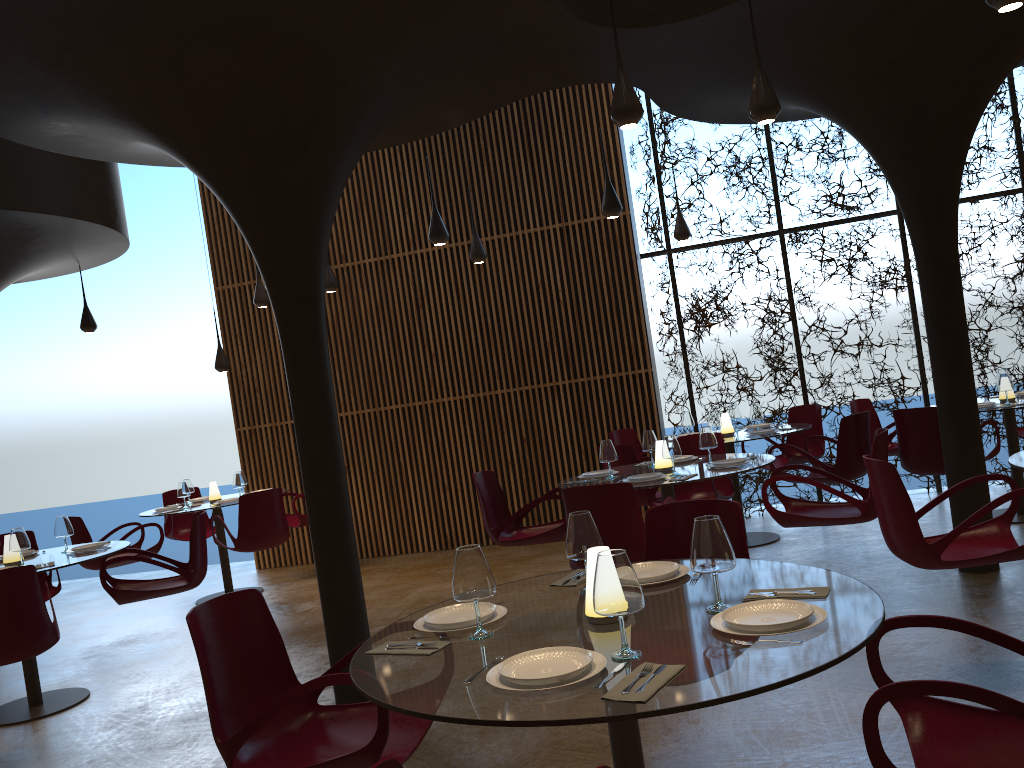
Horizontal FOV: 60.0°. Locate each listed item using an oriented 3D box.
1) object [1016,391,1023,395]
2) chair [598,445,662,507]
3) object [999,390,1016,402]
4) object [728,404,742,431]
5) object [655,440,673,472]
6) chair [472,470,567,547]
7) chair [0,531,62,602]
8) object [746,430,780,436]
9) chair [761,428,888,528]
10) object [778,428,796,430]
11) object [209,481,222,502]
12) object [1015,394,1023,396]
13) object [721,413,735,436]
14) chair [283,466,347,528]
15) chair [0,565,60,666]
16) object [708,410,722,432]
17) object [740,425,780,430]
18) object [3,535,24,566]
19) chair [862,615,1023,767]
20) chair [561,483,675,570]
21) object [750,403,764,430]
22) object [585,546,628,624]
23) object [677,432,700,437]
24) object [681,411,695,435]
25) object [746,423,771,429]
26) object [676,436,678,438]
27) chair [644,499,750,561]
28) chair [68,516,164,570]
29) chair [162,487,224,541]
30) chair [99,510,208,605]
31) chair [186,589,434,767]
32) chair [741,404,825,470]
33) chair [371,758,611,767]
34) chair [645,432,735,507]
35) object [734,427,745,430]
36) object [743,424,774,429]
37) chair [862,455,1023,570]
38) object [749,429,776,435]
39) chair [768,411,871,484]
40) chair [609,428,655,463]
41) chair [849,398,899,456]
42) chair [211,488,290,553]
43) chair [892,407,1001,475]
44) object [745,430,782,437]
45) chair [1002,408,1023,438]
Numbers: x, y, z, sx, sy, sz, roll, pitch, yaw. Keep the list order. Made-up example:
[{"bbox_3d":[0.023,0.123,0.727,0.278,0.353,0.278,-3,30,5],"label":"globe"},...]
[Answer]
[{"bbox_3d":[5.211,0.086,8.908,0.262,0.029,0.263,-8,-1,-33],"label":"object"},{"bbox_3d":[1.287,0.847,8.591,0.871,0.636,0.626,-8,0,-37],"label":"chair"},{"bbox_3d":[4.782,0.048,8.582,0.142,0.232,0.144,-8,1,-12],"label":"object"},{"bbox_3d":[2.432,0.365,9.663,0.142,0.295,0.141,-8,1,25],"label":"object"},{"bbox_3d":[1.169,0.556,6.894,0.144,0.232,0.142,-9,1,-32],"label":"object"},{"bbox_3d":[0.142,1.002,7.325,0.873,0.636,0.624,-8,0,18],"label":"chair"},{"bbox_3d":[-4.421,1.665,7.872,0.624,0.636,0.874,-8,0,-34],"label":"chair"},{"bbox_3d":[2.495,0.487,8.817,0.332,0.014,0.331,-8,0,6],"label":"object"},{"bbox_3d":[2.266,0.687,6.349,0.874,0.636,0.624,-8,0,23],"label":"chair"},{"bbox_3d":[2.747,0.460,8.981,0.126,0.017,0.262,-8,-1,-36],"label":"object"},{"bbox_3d":[-3.469,1.253,10.327,0.142,0.232,0.144,-8,1,-2],"label":"object"},{"bbox_3d":[5.213,0.096,8.908,0.332,0.014,0.331,-8,0,5],"label":"object"},{"bbox_3d":[2.246,0.420,9.291,0.144,0.232,0.142,-8,1,-22],"label":"object"},{"bbox_3d":[-2.431,1.403,10.980,0.871,0.636,0.626,-8,0,-37],"label":"chair"},{"bbox_3d":[-3.332,1.491,5.787,0.624,0.636,0.874,-8,0,-29],"label":"chair"},{"bbox_3d":[2.045,0.415,8.933,0.142,0.295,0.141,-8,1,28],"label":"object"},{"bbox_3d":[2.680,0.469,9.613,0.204,0.012,0.411,-8,-1,-35],"label":"object"},{"bbox_3d":[-3.875,1.283,6.869,0.144,0.232,0.142,-8,1,6],"label":"object"},{"bbox_3d":[1.393,0.781,2.338,0.874,0.636,0.624,-8,0,23],"label":"chair"},{"bbox_3d":[0.694,0.910,5.781,0.626,0.636,0.871,-8,0,23],"label":"chair"},{"bbox_3d":[2.500,0.350,9.047,0.141,0.295,0.142,-9,1,-37],"label":"object"},{"bbox_3d":[0.296,0.649,2.883,0.144,0.232,0.142,-8,1,-12],"label":"object"},{"bbox_3d":[1.949,0.564,9.742,0.263,0.029,0.263,-8,0,-16],"label":"object"},{"bbox_3d":[1.890,0.442,9.511,0.142,0.295,0.142,-8,1,12],"label":"object"},{"bbox_3d":[2.675,0.458,9.617,0.262,0.029,0.263,-8,-1,-40],"label":"object"},{"bbox_3d":[1.951,0.574,9.742,0.331,0.014,0.332,-8,0,-6],"label":"object"},{"bbox_3d":[0.720,0.890,3.833,0.626,0.636,0.871,-8,0,28],"label":"chair"},{"bbox_3d":[-4.325,1.665,9.611,0.871,0.636,0.626,-8,0,-42],"label":"chair"},{"bbox_3d":[-4.047,1.638,11.142,0.624,0.636,0.874,-8,0,-32],"label":"chair"},{"bbox_3d":[-2.957,1.450,7.382,0.871,0.636,0.626,-8,0,-24],"label":"chair"},{"bbox_3d":[-0.731,1.095,3.314,0.873,0.636,0.624,-8,0,18],"label":"chair"},{"bbox_3d":[3.087,0.598,9.920,0.871,0.636,0.626,-8,0,-32],"label":"chair"},{"bbox_3d":[-0.179,1.003,1.770,0.626,0.636,0.871,-8,0,23],"label":"chair"},{"bbox_3d":[1.593,0.797,7.844,0.626,0.636,0.871,-8,0,28],"label":"chair"},{"bbox_3d":[2.542,0.497,9.887,0.261,0.017,0.126,-8,-1,-30],"label":"object"},{"bbox_3d":[2.677,0.468,9.617,0.332,0.014,0.331,-8,0,5],"label":"object"},{"bbox_3d":[2.399,0.656,4.789,0.873,0.636,0.624,-8,0,8],"label":"chair"},{"bbox_3d":[2.493,0.478,8.817,0.263,0.029,0.263,-8,0,6],"label":"object"},{"bbox_3d":[2.931,0.607,8.288,0.624,0.636,0.874,-8,0,-37],"label":"chair"},{"bbox_3d":[1.572,0.819,10.205,0.623,0.636,0.874,-8,0,-42],"label":"chair"},{"bbox_3d":[4.108,0.448,9.496,0.623,0.636,0.874,-8,0,-42],"label":"chair"},{"bbox_3d":[-2.726,1.432,9.319,0.624,0.636,0.874,-8,0,-37],"label":"chair"},{"bbox_3d":[3.823,0.476,7.882,0.871,0.636,0.626,-8,0,-37],"label":"chair"},{"bbox_3d":[2.492,0.489,8.814,0.410,0.012,0.205,-8,-1,-40],"label":"object"},{"bbox_3d":[5.623,0.227,9.211,0.871,0.636,0.626,-8,0,-32],"label":"chair"}]
